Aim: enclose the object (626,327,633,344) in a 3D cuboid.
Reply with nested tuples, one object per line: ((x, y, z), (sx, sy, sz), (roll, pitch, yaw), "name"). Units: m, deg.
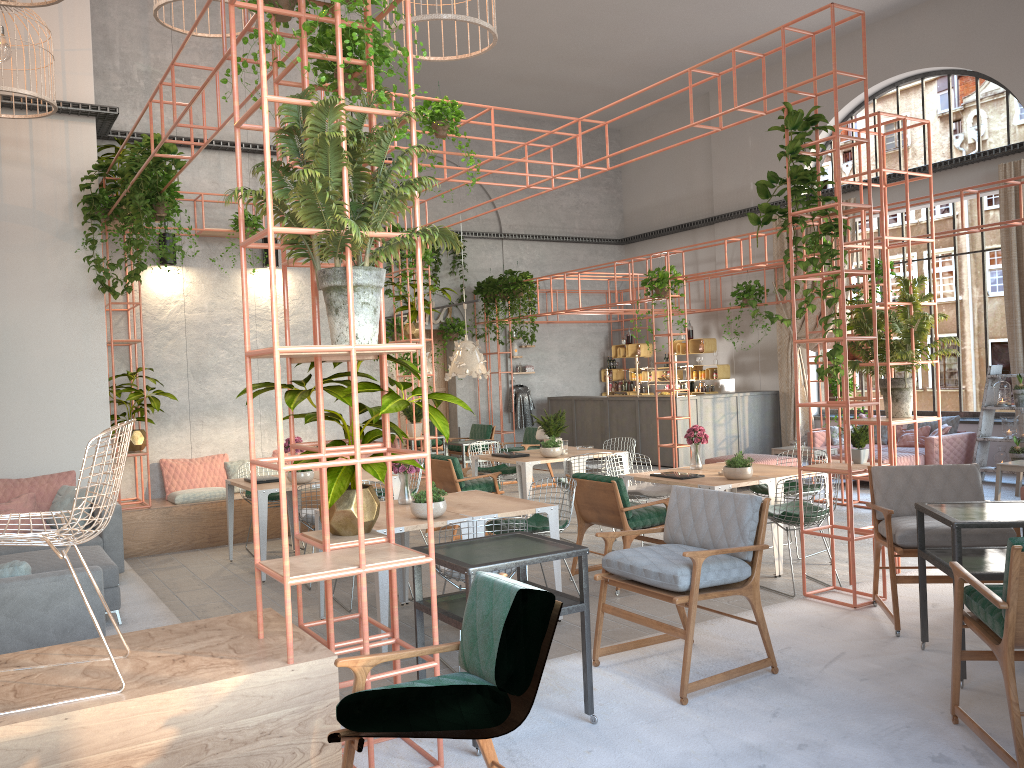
((2.576, -1.061, 19.451), (0.134, 0.386, 0.134), (-2, 1, 3), "object")

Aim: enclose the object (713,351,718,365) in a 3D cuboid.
((3.956, -0.511, 17.228), (0.075, 0.273, 0.075), (-3, 1, -42), "object")

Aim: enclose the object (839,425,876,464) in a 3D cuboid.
((4.213, 0.701, 10.748), (0.438, 0.527, 0.368), (-3, 1, -31), "object")

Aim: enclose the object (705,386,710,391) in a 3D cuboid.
((3.838, 0.098, 17.447), (0.115, 0.107, 0.115), (-3, 1, -25), "object")

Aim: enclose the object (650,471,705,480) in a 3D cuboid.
((1.440, 0.804, 7.746), (0.268, 0.031, 0.427), (-3, 1, -31), "object")

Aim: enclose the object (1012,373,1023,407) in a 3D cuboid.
((6.966, 0.078, 12.142), (0.212, 0.457, 0.217), (-3, 1, -14), "object")

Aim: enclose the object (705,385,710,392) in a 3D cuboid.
((3.822, 0.088, 17.345), (0.073, 0.131, 0.073), (-3, 1, -38), "object")

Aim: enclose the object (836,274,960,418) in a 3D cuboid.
((2.986, -0.289, 6.897), (0.894, 1.100, 0.900), (-2, 1, -2), "object")

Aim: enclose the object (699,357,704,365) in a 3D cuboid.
((3.716, -0.447, 17.389), (0.083, 0.159, 0.083), (-2, 1, 14), "object")

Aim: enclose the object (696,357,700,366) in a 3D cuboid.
((3.669, -0.446, 17.467), (0.083, 0.159, 0.083), (-2, 1, 14), "object")

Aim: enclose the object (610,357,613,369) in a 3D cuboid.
((2.234, -0.483, 19.947), (0.066, 0.291, 0.066), (-3, 1, -25), "object")

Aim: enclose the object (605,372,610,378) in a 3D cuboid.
((2.170, -0.156, 19.953), (0.131, 0.207, 0.131), (-2, 1, 14), "object")

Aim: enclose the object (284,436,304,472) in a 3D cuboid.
((-2.217, 0.727, 9.017), (0.213, 0.414, 0.225), (-3, 1, -39), "object")

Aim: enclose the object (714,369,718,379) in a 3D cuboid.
((3.944, -0.194, 17.056), (0.131, 0.207, 0.131), (-2, 1, 14), "object")

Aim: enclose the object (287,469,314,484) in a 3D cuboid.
((-1.984, 0.811, 8.323), (0.248, 0.247, 0.254), (-3, 1, -31), "object")

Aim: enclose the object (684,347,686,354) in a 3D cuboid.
((3.502, -0.675, 17.756), (0.123, 0.142, 0.141), (-3, 1, -31), "object")

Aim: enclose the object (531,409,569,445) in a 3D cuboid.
((0.465, 0.538, 10.226), (0.438, 0.527, 0.368), (-3, 1, -31), "object")

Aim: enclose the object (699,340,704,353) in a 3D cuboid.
((3.750, -0.741, 17.463), (0.137, 0.261, 0.137), (-2, 1, 5), "object")

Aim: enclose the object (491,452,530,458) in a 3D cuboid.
((-0.019, 0.810, 10.117), (0.268, 0.031, 0.427), (-3, 1, -31), "object")

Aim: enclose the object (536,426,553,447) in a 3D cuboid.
((0.403, 0.654, 10.547), (0.241, 0.313, 0.241), (-2, 1, 14), "object")

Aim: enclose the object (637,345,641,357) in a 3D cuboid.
((2.754, -0.720, 19.105), (0.137, 0.261, 0.137), (-2, 1, 5), "object")

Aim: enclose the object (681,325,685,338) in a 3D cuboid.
((3.504, -1.040, 17.993), (0.134, 0.301, 0.134), (-3, 1, -42), "object")

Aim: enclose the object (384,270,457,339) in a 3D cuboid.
((-1.206, -1.050, 11.444), (0.934, 0.947, 0.903), (-2, 1, 20), "object")

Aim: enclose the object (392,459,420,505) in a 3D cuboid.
((-0.796, 0.698, 6.674), (0.213, 0.414, 0.225), (-3, 1, -39), "object")

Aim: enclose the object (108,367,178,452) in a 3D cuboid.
((-4.150, 0.274, 9.674), (0.934, 0.919, 0.903), (-2, 1, 30), "object")

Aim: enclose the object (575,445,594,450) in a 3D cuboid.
((0.864, 0.758, 10.535), (0.218, 0.041, 0.218), (-3, 1, -23), "object")

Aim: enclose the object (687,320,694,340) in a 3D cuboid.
((3.571, -1.082, 17.810), (0.134, 0.386, 0.134), (-3, 1, -42), "object")

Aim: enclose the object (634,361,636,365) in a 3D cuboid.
((2.673, -0.425, 19.108), (0.083, 0.159, 0.083), (-3, 1, -22), "object")

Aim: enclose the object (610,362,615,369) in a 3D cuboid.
((2.240, -0.410, 19.823), (0.115, 0.147, 0.115), (-2, 1, 14), "object")

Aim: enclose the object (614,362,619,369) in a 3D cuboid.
((2.352, -0.415, 19.891), (0.115, 0.147, 0.115), (-2, 1, 14), "object")

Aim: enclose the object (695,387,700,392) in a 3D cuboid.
((3.664, 0.105, 17.493), (0.115, 0.107, 0.115), (-3, 1, -34), "object")

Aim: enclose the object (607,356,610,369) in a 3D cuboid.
((2.169, -0.479, 19.906), (0.066, 0.291, 0.066), (-2, 1, 29), "object")

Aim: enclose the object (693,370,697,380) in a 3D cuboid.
((3.616, -0.178, 17.515), (0.069, 0.191, 0.069), (-3, 1, -19), "object")

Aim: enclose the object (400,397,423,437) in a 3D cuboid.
((-1.274, 0.422, 11.481), (0.438, 0.527, 0.368), (-3, 1, -31), "object")

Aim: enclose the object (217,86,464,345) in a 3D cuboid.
((-0.669, -0.704, 3.619), (0.894, 1.101, 0.900), (-2, 1, 23), "object")

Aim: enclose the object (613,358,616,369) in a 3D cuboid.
((2.305, -0.486, 19.987), (0.066, 0.291, 0.066), (-2, 1, 9), "object")

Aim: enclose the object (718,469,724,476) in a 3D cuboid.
((1.851, 0.764, 7.709), (0.115, 0.073, 0.115), (-3, 1, -37), "object")

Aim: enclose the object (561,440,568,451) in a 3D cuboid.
((0.621, 0.729, 10.521), (0.095, 0.119, 0.095), (-3, 1, -7), "object")

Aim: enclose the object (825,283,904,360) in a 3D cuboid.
((4.257, -0.768, 10.689), (0.923, 0.946, 0.924), (-2, 1, 25), "object")

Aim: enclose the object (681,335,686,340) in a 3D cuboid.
((3.439, -0.944, 17.764), (0.088, 0.123, 0.088), (-2, 1, 25), "object")

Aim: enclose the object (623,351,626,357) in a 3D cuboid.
((2.507, -0.654, 19.397), (0.123, 0.142, 0.141), (-3, 1, -31), "object")

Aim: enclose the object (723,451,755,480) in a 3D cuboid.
((1.886, 0.682, 7.416), (0.247, 0.247, 0.252), (-3, 1, -31), "object")

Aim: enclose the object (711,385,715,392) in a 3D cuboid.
((3.942, 0.082, 17.424), (0.073, 0.131, 0.073), (-3, 1, -38), "object")

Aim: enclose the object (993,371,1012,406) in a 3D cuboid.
((6.834, 0.058, 12.365), (0.216, 0.500, 0.216), (-2, 1, 1), "object")

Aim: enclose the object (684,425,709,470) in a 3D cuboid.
((1.708, 0.583, 8.194), (0.213, 0.414, 0.225), (-3, 1, -39), "object")

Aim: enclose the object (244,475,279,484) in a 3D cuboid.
((-2.430, 0.933, 8.653), (0.268, 0.031, 0.427), (-3, 1, -31), "object")

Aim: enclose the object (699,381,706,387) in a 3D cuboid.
((3.751, -0.003, 17.469), (0.115, 0.107, 0.115), (-2, 1, 25), "object")

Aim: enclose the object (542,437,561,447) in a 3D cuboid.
((0.479, 0.720, 10.686), (0.165, 0.154, 0.210), (-3, 1, -42), "object")

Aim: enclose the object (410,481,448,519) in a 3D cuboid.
((-0.566, 0.781, 5.985), (0.247, 0.247, 0.252), (-3, 1, -31), "object")

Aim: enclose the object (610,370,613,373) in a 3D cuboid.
((2.240, -0.183, 19.812), (0.072, 0.248, 0.094), (-3, 1, -31), "object")

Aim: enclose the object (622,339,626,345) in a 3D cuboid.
((2.444, -0.924, 19.406), (0.088, 0.123, 0.088), (-2, 1, 25), "object")

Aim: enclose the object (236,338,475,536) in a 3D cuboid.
((-0.692, 0.227, 4.071), (0.934, 0.923, 0.903), (-2, 1, 25), "object")

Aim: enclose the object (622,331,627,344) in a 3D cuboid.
((2.509, -1.019, 19.634), (0.134, 0.301, 0.134), (-3, 1, -42), "object")

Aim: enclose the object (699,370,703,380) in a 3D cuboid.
((3.701, -0.179, 17.375), (0.069, 0.191, 0.069), (-2, 1, 4), "object")

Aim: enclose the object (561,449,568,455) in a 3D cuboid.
((0.577, 0.766, 10.059), (0.115, 0.078, 0.115), (-3, 1, -26), "object")

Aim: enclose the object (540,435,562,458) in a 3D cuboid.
((0.427, 0.688, 9.786), (0.248, 0.247, 0.254), (-3, 1, -31), "object")
